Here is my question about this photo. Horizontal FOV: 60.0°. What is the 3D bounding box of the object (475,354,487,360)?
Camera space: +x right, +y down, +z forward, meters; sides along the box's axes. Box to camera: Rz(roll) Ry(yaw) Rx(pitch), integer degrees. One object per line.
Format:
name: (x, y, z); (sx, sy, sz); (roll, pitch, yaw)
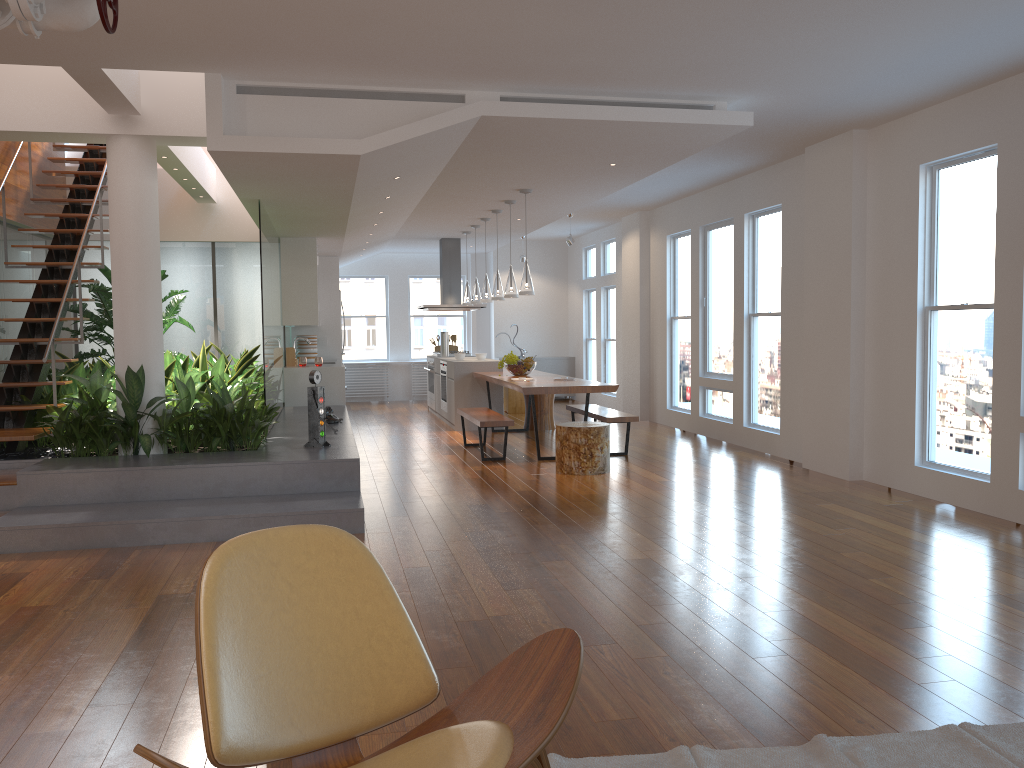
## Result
object: (-0.384, -0.336, 11.044); (0.152, 0.082, 0.152); (2, 5, 39)

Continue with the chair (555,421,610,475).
chair: (0.602, 0.542, 7.557); (0.460, 0.400, 0.460); (-1, 4, -2)

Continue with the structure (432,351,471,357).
structure: (-0.889, -0.445, 12.977); (0.520, 0.073, 0.650); (-1, 4, -12)

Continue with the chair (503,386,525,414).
chair: (0.081, 0.195, 12.984); (0.344, 0.430, 0.549); (-1, 4, -8)

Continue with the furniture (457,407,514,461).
furniture: (-0.278, 0.488, 8.739); (0.316, 0.389, 1.433); (-1, 4, -12)

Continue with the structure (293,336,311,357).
structure: (-2.666, -0.339, 11.247); (0.248, 0.536, 0.115); (-1, 4, -12)

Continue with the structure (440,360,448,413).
structure: (-0.877, 0.027, 11.552); (0.072, 0.648, 0.644); (-1, 4, -12)

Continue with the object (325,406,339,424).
object: (-1.704, 0.284, 8.173); (0.181, 0.155, 0.216); (3, 5, 43)

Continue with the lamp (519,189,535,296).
lamp: (0.135, -1.375, 8.412); (0.160, 1.060, 0.160); (0, 4, 15)

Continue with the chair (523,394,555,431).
chair: (0.332, 0.323, 10.778); (0.396, 0.455, 0.402); (-2, 4, -22)

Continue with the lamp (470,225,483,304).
lamp: (-0.457, -1.544, 11.238); (0.160, 1.060, 0.160); (0, 4, 15)

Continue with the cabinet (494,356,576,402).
cabinet: (0.388, -0.090, 15.038); (1.309, 0.725, 0.420); (-1, 4, -12)

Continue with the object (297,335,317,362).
object: (-2.725, -0.468, 11.794); (0.267, 0.356, 0.266); (0, 4, 14)

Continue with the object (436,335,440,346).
object: (-1.113, -0.592, 13.388); (0.055, 0.299, 0.027); (-1, 4, -12)

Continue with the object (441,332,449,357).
object: (-0.937, -0.557, 12.492); (0.120, 0.356, 0.172); (2, 4, 36)

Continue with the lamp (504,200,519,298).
lamp: (-0.013, -1.417, 9.119); (0.160, 1.060, 0.160); (0, 4, 15)

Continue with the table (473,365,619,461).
table: (-0.083, 0.196, 10.814); (0.893, 0.704, 5.996); (-1, 4, -12)

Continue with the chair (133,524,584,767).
chair: (-0.260, 0.746, 1.878); (0.856, 0.752, 0.867); (-1, 4, -7)

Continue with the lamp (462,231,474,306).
lamp: (-0.605, -1.586, 11.945); (0.160, 1.060, 0.160); (0, 4, 15)

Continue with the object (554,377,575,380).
object: (0.523, -0.049, 8.840); (0.222, 0.020, 0.222); (-2, 4, -20)

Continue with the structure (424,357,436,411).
structure: (-0.922, -0.019, 12.984); (0.649, 0.735, 0.890); (-1, 4, -12)

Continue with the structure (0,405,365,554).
structure: (-2.971, 0.595, 7.747); (3.088, 0.386, 5.584); (-1, 4, -12)

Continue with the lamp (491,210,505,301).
lamp: (-0.161, -1.459, 9.825); (0.160, 1.060, 0.160); (0, 4, 15)

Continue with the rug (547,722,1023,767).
rug: (0.712, 1.132, 0.849); (3.525, 0.057, 3.478); (-1, 4, -7)

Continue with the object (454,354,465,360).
object: (-0.654, -0.337, 11.114); (0.152, 0.082, 0.152); (1, 4, 27)

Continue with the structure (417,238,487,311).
structure: (-0.896, -1.772, 12.868); (0.909, 1.405, 0.900); (-1, 4, -12)

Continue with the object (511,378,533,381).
object: (0.101, -0.042, 8.801); (0.222, 0.020, 0.222); (1, 4, 29)

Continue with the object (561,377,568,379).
object: (0.523, -0.055, 8.840); (0.079, 0.030, 0.070); (2, 4, 32)

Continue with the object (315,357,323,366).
object: (-2.235, -0.258, 10.255); (0.094, 0.106, 0.094); (-1, 4, -6)

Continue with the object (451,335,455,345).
object: (-0.897, -0.595, 13.415); (0.068, 0.298, 0.039); (-1, 4, -12)

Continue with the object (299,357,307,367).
object: (-2.422, -0.256, 10.264); (0.094, 0.106, 0.094); (-1, 4, -6)

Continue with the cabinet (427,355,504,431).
cabinet: (-0.697, 0.059, 12.106); (0.597, 0.832, 2.936); (-1, 4, -12)

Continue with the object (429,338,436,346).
object: (-1.148, -0.574, 13.379); (0.199, 0.259, 0.016); (-1, 4, -1)

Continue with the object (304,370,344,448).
object: (-1.371, 0.184, 6.480); (0.318, 0.565, 0.134); (1, 4, 24)

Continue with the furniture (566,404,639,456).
furniture: (0.890, 0.459, 8.982); (0.316, 0.389, 1.433); (-1, 4, -12)

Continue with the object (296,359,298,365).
object: (-2.653, -0.312, 10.743); (0.100, 0.170, 0.173); (-1, 4, -10)

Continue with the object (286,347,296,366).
object: (-2.617, -0.323, 10.496); (0.104, 0.222, 0.200); (-1, 4, -12)

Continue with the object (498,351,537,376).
object: (0.066, -0.229, 9.795); (0.292, 0.284, 0.394); (3, 5, 42)

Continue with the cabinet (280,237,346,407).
cabinet: (-2.706, -0.637, 12.249); (0.676, 2.280, 4.565); (-1, 4, -12)

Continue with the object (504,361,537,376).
object: (0.094, -0.166, 9.790); (0.360, 0.159, 0.360); (2, 5, 42)

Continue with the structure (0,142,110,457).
structure: (-3.339, -1.520, 8.221); (2.552, 4.265, 4.591); (-1, 4, -12)

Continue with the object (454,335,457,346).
object: (-0.864, -0.597, 13.440); (0.057, 0.294, 0.030); (-1, 4, -12)

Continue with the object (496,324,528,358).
object: (0.014, -0.722, 14.877); (0.590, 0.563, 0.210); (-4, 5, -40)

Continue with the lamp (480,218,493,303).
lamp: (-0.309, -1.502, 10.532); (0.160, 1.060, 0.160); (0, 4, 15)

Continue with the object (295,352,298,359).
object: (-2.836, -0.407, 12.170); (0.265, 0.196, 0.284); (1, 4, 30)

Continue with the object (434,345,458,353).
object: (-0.994, -0.515, 13.407); (0.353, 0.157, 0.084); (-1, 4, -12)

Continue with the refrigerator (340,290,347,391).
refrigerator: (-2.802, -0.467, 12.999); (0.725, 1.772, 0.908); (-1, 4, -12)
